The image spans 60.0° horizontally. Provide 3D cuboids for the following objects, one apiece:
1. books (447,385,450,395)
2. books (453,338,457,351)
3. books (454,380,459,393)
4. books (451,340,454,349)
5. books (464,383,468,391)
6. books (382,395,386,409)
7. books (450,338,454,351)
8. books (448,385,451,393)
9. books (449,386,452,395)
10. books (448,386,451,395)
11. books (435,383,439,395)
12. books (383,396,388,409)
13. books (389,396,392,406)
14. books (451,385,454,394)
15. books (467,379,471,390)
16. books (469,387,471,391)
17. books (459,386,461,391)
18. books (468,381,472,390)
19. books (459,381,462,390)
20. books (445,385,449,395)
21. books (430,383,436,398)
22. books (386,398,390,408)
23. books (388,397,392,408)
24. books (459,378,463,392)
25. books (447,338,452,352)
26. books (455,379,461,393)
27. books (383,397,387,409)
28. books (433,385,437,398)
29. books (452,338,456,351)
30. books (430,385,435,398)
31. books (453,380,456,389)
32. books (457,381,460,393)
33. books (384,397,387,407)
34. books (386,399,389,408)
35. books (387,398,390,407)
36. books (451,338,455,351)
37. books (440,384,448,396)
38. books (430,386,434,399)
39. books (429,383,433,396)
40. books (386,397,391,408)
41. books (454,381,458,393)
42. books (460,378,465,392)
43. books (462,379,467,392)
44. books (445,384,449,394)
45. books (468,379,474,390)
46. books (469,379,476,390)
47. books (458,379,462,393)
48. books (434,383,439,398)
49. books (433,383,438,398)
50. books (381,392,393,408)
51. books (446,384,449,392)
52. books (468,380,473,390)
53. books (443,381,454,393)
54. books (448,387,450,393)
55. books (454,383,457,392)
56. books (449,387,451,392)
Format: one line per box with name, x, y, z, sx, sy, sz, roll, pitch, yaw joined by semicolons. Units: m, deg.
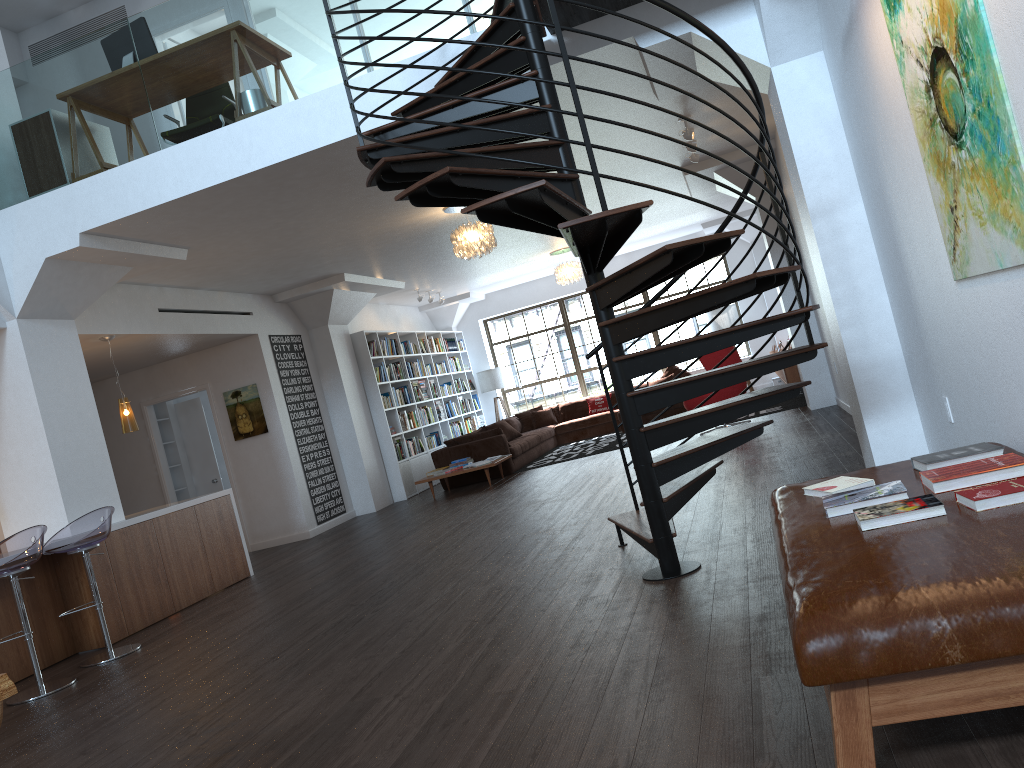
books;-1.139;0.121;15.161;0.128;0.178;0.022;-15;0;15
books;-1.118;-0.691;16.122;0.183;0.253;0.042;-15;0;15
books;-1.041;0.067;15.625;0.174;0.240;0.054;-15;0;15
books;-1.154;-0.683;15.996;0.183;0.253;0.042;-15;0;15
books;-0.912;0.056;16.106;0.161;0.207;0.135;-15;0;14
books;-1.851;0.271;12.426;0.127;0.200;0.020;-15;0;15
books;-1.159;-0.682;15.952;0.183;0.253;0.042;-15;0;15
books;-1.128;0.118;15.234;0.128;0.178;0.022;-15;0;15
books;-1.102;0.125;15.266;0.110;0.153;0.019;-15;0;15
books;-1.136;0.117;15.209;0.134;0.184;0.030;-15;0;15
books;-1.306;0.122;14.632;0.160;0.251;0.036;-15;0;15
books;-1.834;0.275;12.492;0.134;0.184;0.030;-15;0;15
books;-1.775;0.270;12.634;0.107;0.167;0.017;-15;0;15
books;-1.078;0.112;15.351;0.107;0.167;0.017;-15;0;15
books;-0.856;0.034;16.326;0.161;0.222;0.084;-15;0;15
books;-0.875;0.025;16.299;0.159;0.248;0.089;-15;0;15
books;-1.009;0.069;15.771;0.161;0.223;0.033;-15;0;15
books;-0.849;0.035;16.360;0.161;0.218;0.101;-15;0;15
books;-0.995;0.052;15.845;0.160;0.251;0.039;-15;0;15
books;-1.167;0.120;15.070;0.139;0.191;0.036;-15;0;15
books;-1.350;0.131;14.427;0.174;0.251;0.051;-15;0;15
books;-1.799;0.283;12.549;0.110;0.153;0.019;-15;0;15
books;-1.781;0.274;12.610;0.106;0.162;0.032;-15;0;15
books;-0.988;0.046;15.884;0.180;0.259;0.042;-15;0;15
books;-1.196;-0.674;15.827;0.183;0.253;0.042;-15;0;15
books;-1.024;0.057;15.736;0.183;0.253;0.042;-15;0;15
books;-1.837;0.279;12.444;0.128;0.178;0.022;-15;0;15
books;-1.324;0.140;14.494;0.161;0.223;0.030;-15;0;15
books;-1.127;-0.689;16.079;0.183;0.253;0.042;-15;0;15
books;-1.357;0.148;14.387;0.161;0.223;0.030;-15;0;15
books;-1.092;0.057;15.519;0.198;0.284;0.049;-15;0;15
books;-1.016;0.070;15.697;0.161;0.223;0.032;-15;0;15
books;-1.833;0.278;12.465;0.128;0.178;0.021;-15;0;15
books;-1.811;0.276;12.533;0.109;0.171;0.018;-15;0;15
books;-1.796;0.282;12.567;0.110;0.153;0.018;-15;0;15
books;-1.137;-0.687;16.037;0.183;0.253;0.042;-15;0;15
books;-1.183;0.116;15.032;0.140;0.206;0.042;-15;0;15
books;-1.376;0.138;14.362;0.160;0.251;0.029;-15;0;15
books;-1.398;0.126;14.328;0.198;0.284;0.046;-15;0;15
books;-1.794;0.275;12.586;0.120;0.167;0.020;-15;0;15
books;-1.050;0.078;15.583;0.161;0.223;0.032;-15;0;15
books;-0.961;0.042;15.966;0.183;0.253;0.042;-15;0;15
books;-0.937;0.047;16.054;0.174;0.236;0.142;-15;0;14
books;-1.160;0.116;15.110;0.136;0.196;0.045;-15;0;15
books;-0.845;0.032;16.464;0.182;0.226;0.173;-15;0;15
books;-0.810;0.028;16.510;0.182;0.215;0.188;-15;0;15
books;-1.002;0.055;15.806;0.171;0.246;0.039;-15;0;15
books;-1.312;0.126;14.596;0.171;0.246;0.036;-15;0;15
books;-1.333;0.129;14.531;0.183;0.253;0.039;-15;0;15
books;-1.790;0.241;12.672;0.140;0.231;0.042;-15;0;15
books;-1.154;0.113;15.143;0.127;0.200;0.020;-15;0;15
books;-0.840;0.038;16.425;0.167;0.210;0.162;-15;0;15
books;-1.093;0.083;15.389;0.140;0.231;0.042;-15;0;15
books;-1.136;0.120;15.183;0.128;0.178;0.021;-15;0;15
books;-1.070;0.069;15.556;0.160;0.251;0.031;-15;0;15
books;-1.114;0.118;15.250;0.109;0.171;0.018;-15;0;15
